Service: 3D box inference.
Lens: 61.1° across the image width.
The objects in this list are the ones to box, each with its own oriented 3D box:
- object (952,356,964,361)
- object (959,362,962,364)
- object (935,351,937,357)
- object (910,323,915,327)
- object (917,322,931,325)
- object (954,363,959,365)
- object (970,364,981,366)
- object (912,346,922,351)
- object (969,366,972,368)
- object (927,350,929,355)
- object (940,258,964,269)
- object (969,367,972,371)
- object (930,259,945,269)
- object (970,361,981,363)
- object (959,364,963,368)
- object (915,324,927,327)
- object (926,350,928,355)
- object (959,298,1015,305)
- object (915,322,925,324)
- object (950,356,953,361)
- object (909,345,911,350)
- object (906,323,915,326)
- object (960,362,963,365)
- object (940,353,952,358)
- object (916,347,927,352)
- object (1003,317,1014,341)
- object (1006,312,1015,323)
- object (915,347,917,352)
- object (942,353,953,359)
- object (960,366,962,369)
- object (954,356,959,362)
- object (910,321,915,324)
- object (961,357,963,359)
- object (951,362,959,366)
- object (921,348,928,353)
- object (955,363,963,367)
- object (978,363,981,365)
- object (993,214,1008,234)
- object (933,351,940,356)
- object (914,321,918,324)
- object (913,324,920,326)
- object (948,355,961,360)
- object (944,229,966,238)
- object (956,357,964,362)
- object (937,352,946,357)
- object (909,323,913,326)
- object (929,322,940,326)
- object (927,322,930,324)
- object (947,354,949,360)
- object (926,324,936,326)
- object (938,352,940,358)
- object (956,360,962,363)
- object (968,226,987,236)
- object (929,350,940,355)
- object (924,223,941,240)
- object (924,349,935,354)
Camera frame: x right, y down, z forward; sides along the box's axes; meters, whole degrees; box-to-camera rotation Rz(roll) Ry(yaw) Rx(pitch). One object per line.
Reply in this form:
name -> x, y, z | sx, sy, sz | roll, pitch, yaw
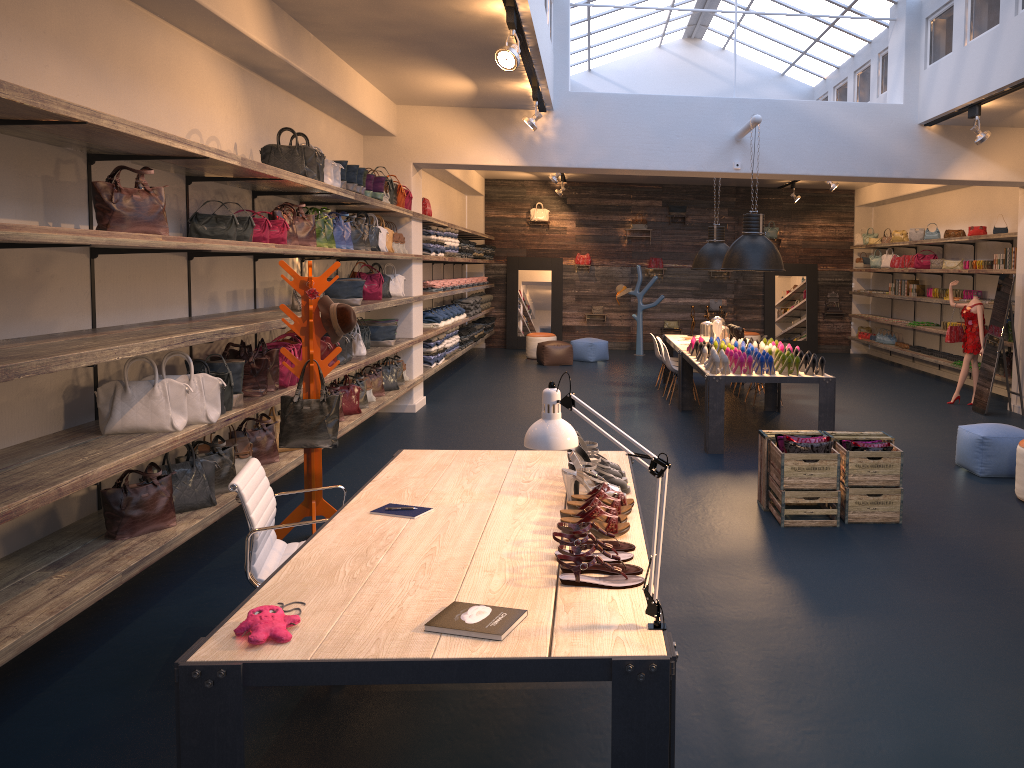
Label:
object -> 7.006, -0.395, 13.630 | 0.176, 0.087, 0.070 | 4, 6, 22
object -> 6.868, -0.315, 13.112 | 0.234, 0.067, 0.084 | 2, 6, 4
object -> 7.070, -0.488, 14.326 | 0.174, 0.087, 0.071 | 5, 7, 28
object -> 6.943, -1.015, 14.929 | 0.239, 0.057, 0.082 | 0, 6, -8
object -> 7.024, -1.023, 14.796 | 0.234, 0.067, 0.086 | 2, 6, 4
object -> 6.793, -0.296, 13.155 | 0.239, 0.057, 0.082 | 0, 6, -8
object -> 6.809, -0.270, 12.765 | 0.236, 0.063, 0.084 | 1, 6, 1
object -> 7.163, -0.625, 15.350 | 0.188, 0.087, 0.065 | 1, 5, -3
object -> 6.753, -0.237, 12.714 | 0.239, 0.057, 0.082 | 0, 6, -8
object -> 7.099, -0.532, 14.656 | 0.188, 0.087, 0.065 | 1, 5, -3
object -> 6.946, -1.901, 13.737 | 0.335, 0.174, 0.251 | 8, 9, 43
object -> 6.731, -0.225, 12.622 | 0.239, 0.057, 0.082 | 0, 6, -8
object -> 6.998, -1.974, 14.272 | 0.113, 0.174, 0.248 | -3, 7, -35
object -> 7.023, -0.330, 13.243 | 0.219, 0.053, 0.092 | 6, 8, 31
object -> 6.776, -0.272, 12.975 | 0.239, 0.057, 0.082 | 0, 6, -8
object -> 6.927, -0.991, 14.749 | 0.239, 0.057, 0.082 | 0, 6, -8
object -> 7.105, -0.541, 14.723 | 0.188, 0.087, 0.065 | 1, 5, -3
object -> 6.899, -1.183, 12.445 | 0.481, 0.060, 1.530 | 2, 8, 4
object -> 7.006, -1.037, 14.890 | 0.233, 0.064, 0.086 | 2, 6, 4
object -> 7.012, -0.405, 13.700 | 0.176, 0.087, 0.070 | 4, 6, 22
object -> 7.174, -0.644, 15.487 | 0.188, 0.087, 0.065 | 1, 5, -3
object -> 6.966, -1.039, 15.114 | 0.239, 0.057, 0.082 | 0, 6, -8
object -> 6.834, -0.306, 13.024 | 0.233, 0.064, 0.086 | 2, 6, 4
object -> 7.051, -0.461, 14.119 | 0.172, 0.087, 0.071 | 6, 7, 36
object -> 7.143, -0.598, 15.143 | 0.188, 0.087, 0.065 | 1, 5, -3
object -> 6.815, -0.750, 11.763 | 0.371, 0.337, 0.221 | 2, 5, 5
object -> 6.845, -0.798, 11.935 | 0.364, 0.388, 0.185 | 2, 5, 12
object -> 7.149, -0.607, 15.212 | 0.188, 0.087, 0.065 | 1, 5, -3
object -> 7.045, -0.452, 14.052 | 0.172, 0.087, 0.071 | 7, 8, 41
object -> 6.754, -0.260, 12.883 | 0.239, 0.057, 0.082 | 0, 6, -8
object -> 7.000, -0.386, 13.562 | 0.175, 0.087, 0.070 | 4, 6, 23
object -> 7.021, -1.060, 15.070 | 0.236, 0.063, 0.084 | 1, 6, 1
object -> 6.991, -0.404, 13.488 | 0.044, 0.022, 0.012 | 5, 6, 26
object -> 6.794, -0.308, 13.248 | 0.239, 0.057, 0.082 | 0, 6, -8
object -> 7.124, -0.569, 14.930 | 0.188, 0.087, 0.065 | 1, 5, -3
object -> 6.771, -0.284, 13.064 | 0.239, 0.057, 0.082 | 0, 6, -8
object -> 7.023, -0.290, 12.943 | 0.252, 0.067, 0.079 | -2, 7, -24
object -> 6.756, -2.205, 11.998 | 0.187, 0.278, 0.063 | 4, 5, 31
object -> 7.076, -0.497, 14.394 | 0.175, 0.087, 0.070 | 4, 6, 24
object -> 7.040, -1.046, 14.977 | 0.234, 0.067, 0.084 | 2, 6, 4
object -> 6.948, -1.003, 14.840 | 0.239, 0.057, 0.082 | 0, 6, -8
object -> 7.019, -0.414, 13.770 | 0.180, 0.087, 0.068 | 3, 6, 13
object -> 6.937, -2.344, 13.554 | 0.351, 0.140, 0.417 | 3, 7, 12
object -> 6.994, -0.377, 13.494 | 0.174, 0.087, 0.070 | 5, 7, 28
object -> 7.064, -0.479, 14.258 | 0.173, 0.087, 0.071 | 5, 7, 31
object -> 6.965, -1.027, 15.021 | 0.239, 0.057, 0.082 | 0, 6, -8
object -> 7.195, -1.021, 14.809 | 0.252, 0.067, 0.079 | -2, 7, -24
object -> 7.176, -1.033, 14.903 | 0.251, 0.073, 0.080 | -2, 7, -25
object -> 7.025, -0.423, 13.837 | 0.179, 0.087, 0.069 | 3, 6, 15
object -> 7.097, -0.989, 14.762 | 0.239, 0.057, 0.082 | 0, 6, -8
object -> 7.057, -0.470, 14.187 | 0.173, 0.087, 0.071 | 5, 7, 31
object -> 6.849, -0.329, 13.205 | 0.236, 0.063, 0.084 | 1, 6, 1
object -> 6.822, -2.239, 12.726 | 0.257, 0.148, 0.123 | 6, 7, 35
object -> 7.093, -0.523, 14.587 | 0.188, 0.087, 0.065 | 1, 5, -3
object -> 6.998, -2.536, 14.444 | 0.255, 0.281, 0.104 | 5, 6, 36
object -> 7.112, -0.551, 14.793 | 0.188, 0.087, 0.065 | 1, 5, -3
